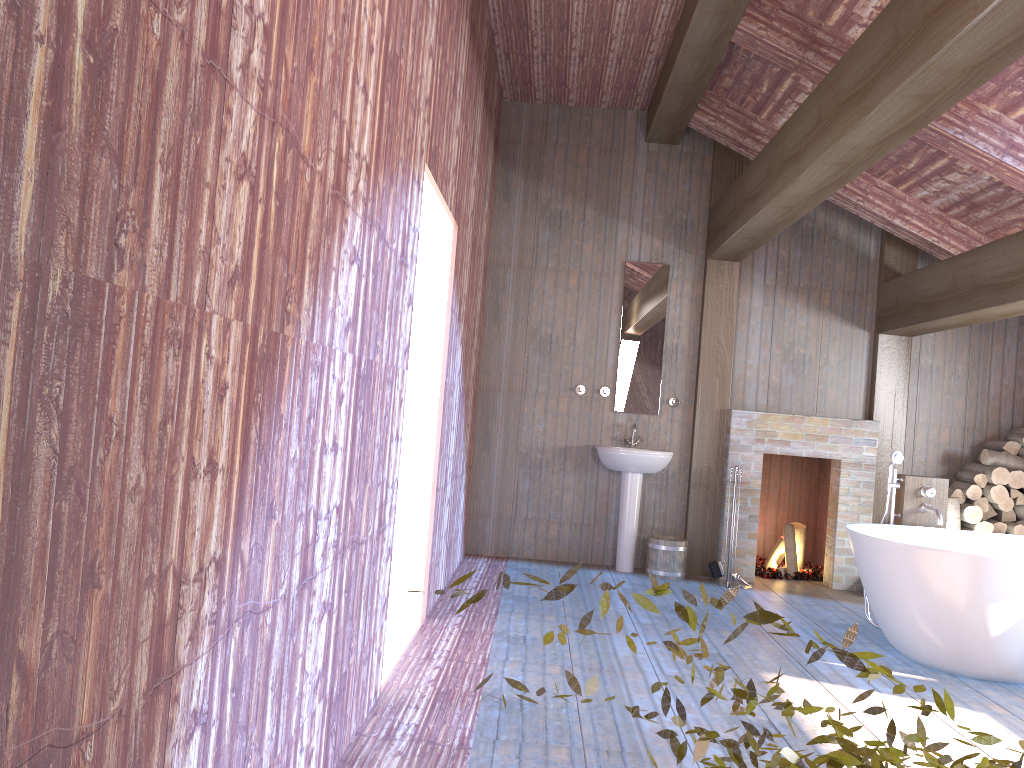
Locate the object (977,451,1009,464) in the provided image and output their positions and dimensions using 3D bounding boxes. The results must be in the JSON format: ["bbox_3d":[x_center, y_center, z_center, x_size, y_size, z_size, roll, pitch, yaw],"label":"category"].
[{"bbox_3d":[3.672,0.573,6.760,0.113,0.130,0.291,5,-2,3],"label":"object"}]

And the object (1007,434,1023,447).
[{"bbox_3d":[3.821,0.426,6.654,0.094,0.097,0.227,5,-2,3],"label":"object"}]

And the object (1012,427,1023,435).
[{"bbox_3d":[3.943,0.396,6.681,0.135,0.139,0.456,5,-2,3],"label":"object"}]

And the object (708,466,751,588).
[{"bbox_3d":[1.621,1.051,6.644,0.276,0.888,0.333,3,-2,44],"label":"object"}]

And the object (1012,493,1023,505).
[{"bbox_3d":[3.754,0.848,6.657,0.085,0.096,0.280,5,-2,3],"label":"object"}]

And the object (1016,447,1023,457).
[{"bbox_3d":[3.846,0.527,6.679,0.139,0.148,0.458,5,-2,2],"label":"object"}]

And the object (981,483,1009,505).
[{"bbox_3d":[3.540,0.809,6.657,0.141,0.143,0.437,5,-2,0],"label":"object"}]

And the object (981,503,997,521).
[{"bbox_3d":[3.552,0.955,6.751,0.128,0.150,0.323,5,-2,2],"label":"object"}]

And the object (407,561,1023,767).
[{"bbox_3d":[0.336,0.694,0.630,0.972,1.073,0.970,5,-2,-18],"label":"object"}]

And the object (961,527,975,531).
[{"bbox_3d":[3.310,1.151,6.679,0.155,0.174,0.483,5,-2,0],"label":"object"}]

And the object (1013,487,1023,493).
[{"bbox_3d":[3.757,0.758,6.652,0.109,0.124,0.424,5,-2,1],"label":"object"}]

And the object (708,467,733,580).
[{"bbox_3d":[1.550,1.033,6.595,0.136,0.846,0.062,5,-2,-17],"label":"object"}]

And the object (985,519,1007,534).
[{"bbox_3d":[3.581,1.069,6.653,0.114,0.120,0.303,5,-2,3],"label":"object"}]

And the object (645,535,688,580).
[{"bbox_3d":[1.174,1.315,6.725,0.309,0.290,0.308,4,-2,12],"label":"object"}]

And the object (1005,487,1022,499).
[{"bbox_3d":[3.711,0.810,6.653,0.088,0.092,0.280,5,-2,3],"label":"object"}]

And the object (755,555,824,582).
[{"bbox_3d":[2.262,1.544,7.497,0.829,0.085,0.935,5,-2,-16],"label":"object"}]

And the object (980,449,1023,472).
[{"bbox_3d":[3.640,0.569,6.563,0.302,0.157,0.121,5,-2,3],"label":"object"}]

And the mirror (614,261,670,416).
[{"bbox_3d":[1.030,-0.363,7.015,0.350,1.199,0.009,5,-2,2],"label":"mirror"}]

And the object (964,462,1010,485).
[{"bbox_3d":[3.564,0.673,6.666,0.135,0.145,0.439,5,-2,2],"label":"object"}]

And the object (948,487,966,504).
[{"bbox_3d":[3.296,0.837,6.706,0.114,0.113,0.301,5,-2,0],"label":"object"}]

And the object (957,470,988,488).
[{"bbox_3d":[3.464,0.713,6.672,0.106,0.112,0.282,5,-2,3],"label":"object"}]

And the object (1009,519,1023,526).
[{"bbox_3d":[3.799,1.076,6.742,0.116,0.118,0.289,5,-2,0],"label":"object"}]

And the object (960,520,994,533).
[{"bbox_3d":[3.438,1.066,6.670,0.139,0.148,0.458,5,-2,2],"label":"object"}]

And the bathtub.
[{"bbox_3d":[2.823,0.988,4.781,1.935,1.109,1.460,4,-2,24],"label":"bathtub"}]

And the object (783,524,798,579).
[{"bbox_3d":[2.257,1.356,7.184,0.098,0.434,0.283,5,-2,0],"label":"object"}]

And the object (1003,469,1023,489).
[{"bbox_3d":[3.677,0.696,6.662,0.138,0.147,0.440,5,-2,2],"label":"object"}]

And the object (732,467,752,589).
[{"bbox_3d":[1.694,1.057,6.578,0.206,0.871,0.126,3,-2,45],"label":"object"}]

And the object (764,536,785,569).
[{"bbox_3d":[2.203,1.413,7.349,0.221,0.306,0.121,4,-2,29],"label":"object"}]

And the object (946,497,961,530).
[{"bbox_3d":[3.220,0.976,6.492,0.147,0.298,0.109,4,-2,5],"label":"object"}]

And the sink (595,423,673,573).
[{"bbox_3d":[0.909,0.871,6.772,0.582,1.143,0.475,5,-2,1],"label":"sink"}]

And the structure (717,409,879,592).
[{"bbox_3d":[2.193,0.901,6.872,1.130,1.330,0.226,5,-2,2],"label":"structure"}]

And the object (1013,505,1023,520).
[{"bbox_3d":[3.810,0.945,6.648,0.141,0.143,0.437,5,-2,0],"label":"object"}]

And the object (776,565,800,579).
[{"bbox_3d":[2.237,1.519,7.188,0.278,0.084,0.085,6,-2,-42],"label":"object"}]

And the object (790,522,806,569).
[{"bbox_3d":[2.371,1.386,7.408,0.140,0.459,0.266,4,-2,20],"label":"object"}]

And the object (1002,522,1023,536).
[{"bbox_3d":[3.684,1.073,6.646,0.098,0.100,0.437,5,-2,0],"label":"object"}]

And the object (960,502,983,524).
[{"bbox_3d":[3.359,0.950,6.660,0.138,0.147,0.440,5,-2,2],"label":"object"}]

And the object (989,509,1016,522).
[{"bbox_3d":[3.700,0.981,6.748,0.104,0.127,0.321,5,-2,2],"label":"object"}]

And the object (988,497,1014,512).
[{"bbox_3d":[3.632,0.881,6.650,0.115,0.123,0.291,5,-2,3],"label":"object"}]

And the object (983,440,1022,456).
[{"bbox_3d":[3.732,0.492,6.762,0.140,0.121,0.319,5,-2,3],"label":"object"}]

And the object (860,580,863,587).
[{"bbox_3d":[2.714,1.513,6.649,0.141,0.143,0.437,5,-2,0],"label":"object"}]

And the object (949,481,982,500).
[{"bbox_3d":[3.402,0.798,6.656,0.115,0.123,0.291,5,-2,3],"label":"object"}]

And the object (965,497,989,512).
[{"bbox_3d":[3.453,0.892,6.669,0.111,0.113,0.301,5,-2,1],"label":"object"}]
